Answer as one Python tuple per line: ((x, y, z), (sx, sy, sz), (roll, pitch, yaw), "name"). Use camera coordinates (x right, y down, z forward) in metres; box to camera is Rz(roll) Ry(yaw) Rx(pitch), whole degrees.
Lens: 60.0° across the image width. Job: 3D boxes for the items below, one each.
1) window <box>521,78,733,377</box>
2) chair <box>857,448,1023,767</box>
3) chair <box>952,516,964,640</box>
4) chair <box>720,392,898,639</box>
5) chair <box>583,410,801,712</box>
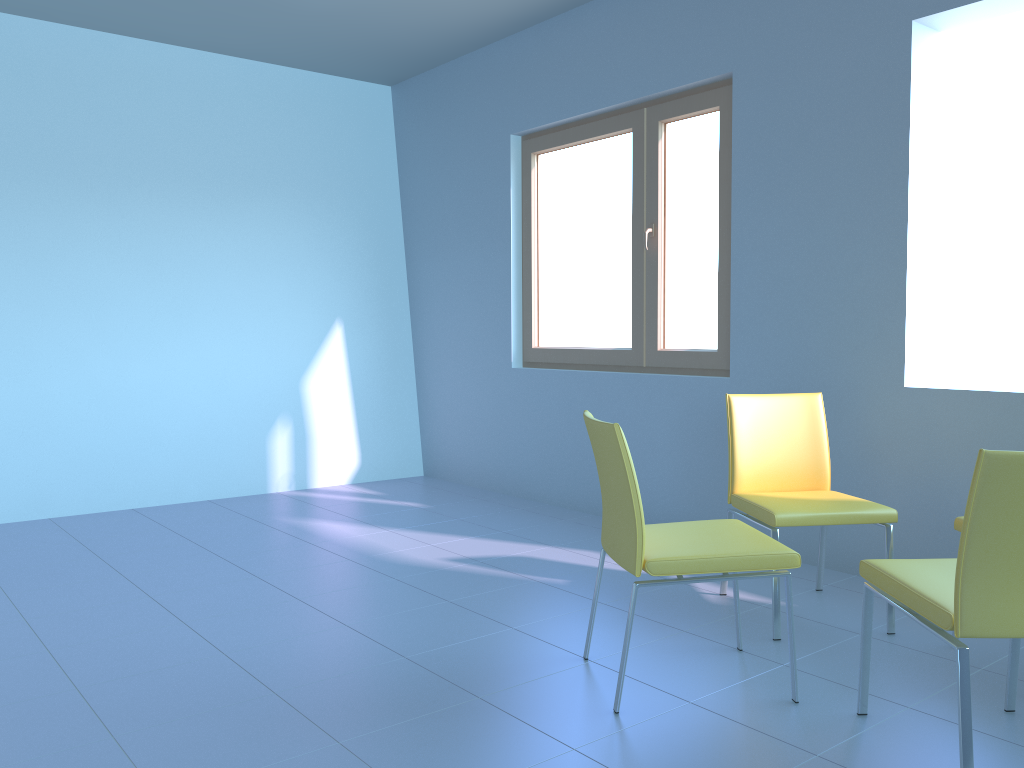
((0.510, -0.690, 4.308), (0.142, 1.263, 1.475), (-3, 4, -38), "window")
((1.022, 0.452, 1.863), (0.387, 0.699, 0.484), (0, 4, -2), "chair")
((1.521, 0.416, 2.371), (0.484, 0.695, 0.387), (0, 4, -2), "chair")
((0.930, 0.390, 2.859), (0.387, 0.695, 0.484), (-1, 4, -7), "chair")
((0.440, 0.426, 2.318), (0.484, 0.695, 0.387), (-1, 4, -7), "chair")
